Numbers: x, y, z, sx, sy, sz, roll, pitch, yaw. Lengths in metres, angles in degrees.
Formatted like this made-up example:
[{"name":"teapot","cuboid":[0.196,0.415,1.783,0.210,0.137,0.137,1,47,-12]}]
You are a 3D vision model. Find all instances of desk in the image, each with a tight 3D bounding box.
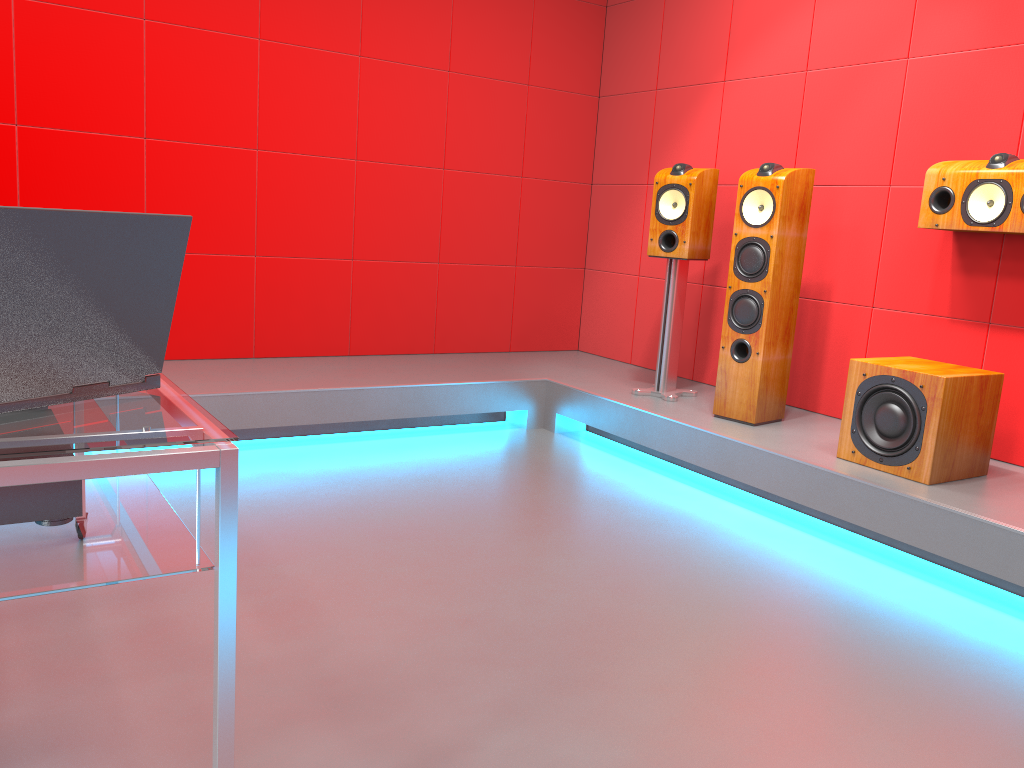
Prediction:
[{"name":"desk","cuboid":[-1.051,0.271,1.763,0.594,0.690,1.617,-3,12,-33]}]

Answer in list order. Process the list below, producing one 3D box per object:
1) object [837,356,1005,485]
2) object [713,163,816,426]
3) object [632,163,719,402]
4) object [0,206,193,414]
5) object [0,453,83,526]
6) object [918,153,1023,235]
[{"name":"object","cuboid":[1.414,0.114,3.093,0.360,0.360,0.360,-3,12,-33]},{"name":"object","cuboid":[1.032,-0.368,3.657,0.238,1.052,0.203,-6,14,-42]},{"name":"object","cuboid":[0.755,-0.468,4.081,0.231,1.058,0.265,12,13,36]},{"name":"object","cuboid":[-0.726,-0.120,1.304,0.340,0.285,0.342,9,12,26]},{"name":"object","cuboid":[-0.946,0.146,1.475,0.365,0.092,0.435,-3,12,-33]},{"name":"object","cuboid":[1.741,-0.670,3.127,0.235,0.271,0.493,-3,12,-33]}]
